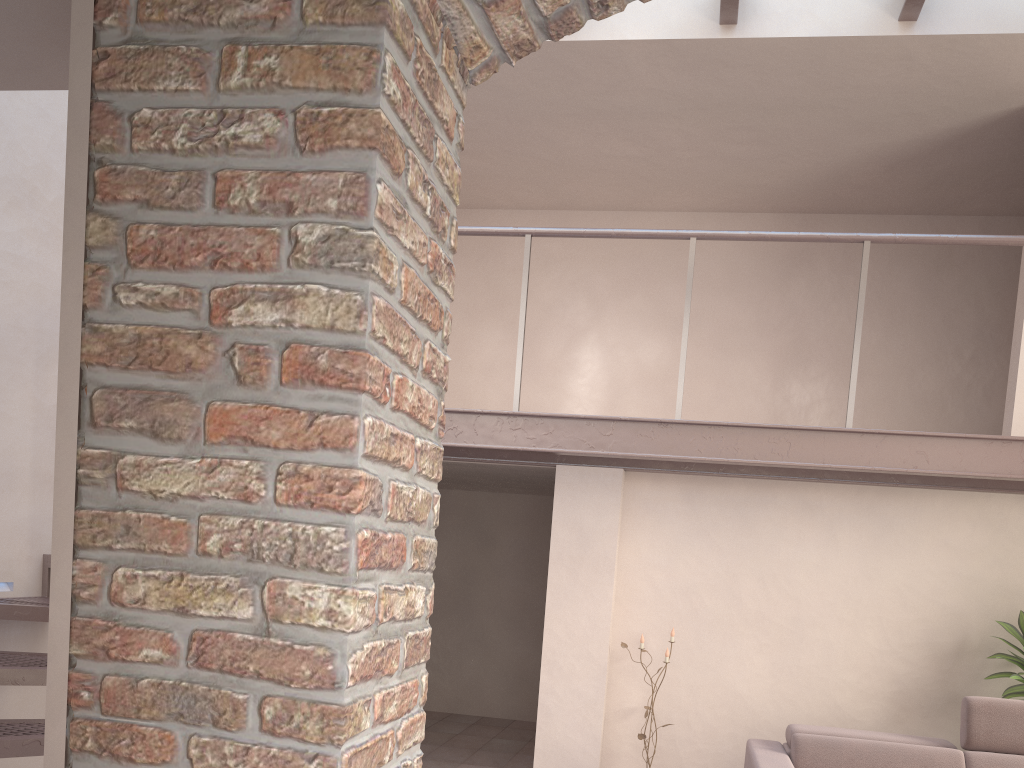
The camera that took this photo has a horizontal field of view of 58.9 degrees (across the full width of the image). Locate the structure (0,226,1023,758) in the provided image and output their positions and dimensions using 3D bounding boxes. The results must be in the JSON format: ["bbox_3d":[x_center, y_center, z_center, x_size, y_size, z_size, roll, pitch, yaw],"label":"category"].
[{"bbox_3d":[1.491,0.624,3.479,7.083,3.234,3.862,3,-5,10],"label":"structure"}]

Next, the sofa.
[{"bbox_3d":[2.247,1.844,3.605,3.105,0.944,2.217,3,-9,10],"label":"sofa"}]

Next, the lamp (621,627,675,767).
[{"bbox_3d":[0.794,2.004,5.440,0.327,1.134,0.240,7,4,44],"label":"lamp"}]
